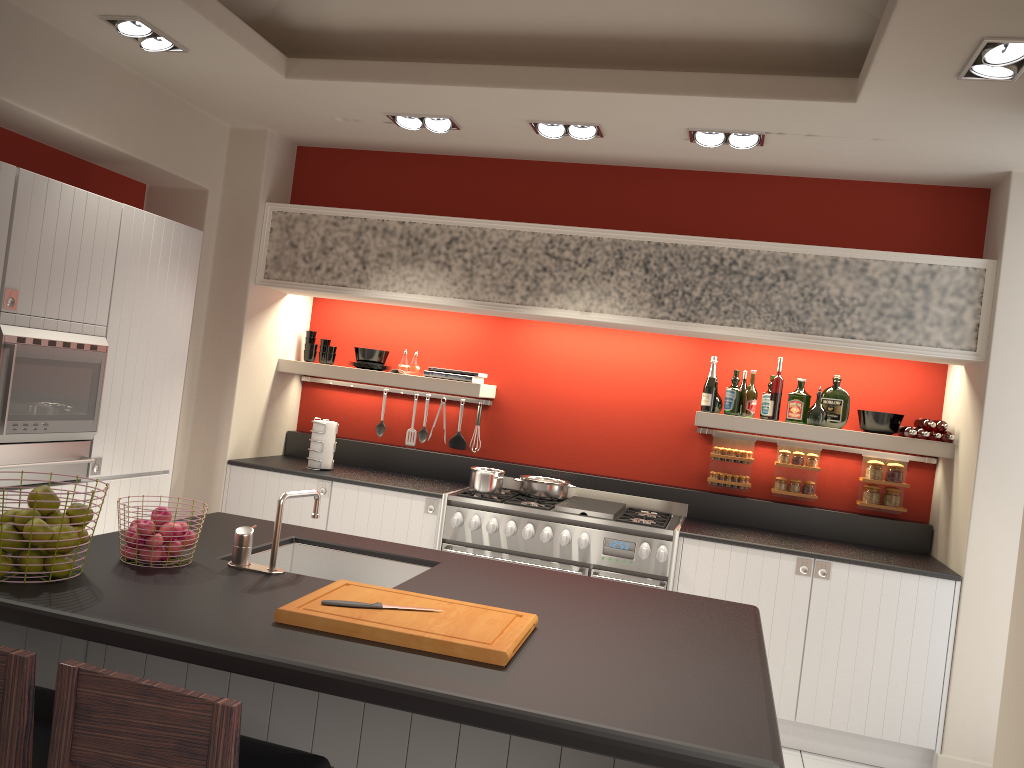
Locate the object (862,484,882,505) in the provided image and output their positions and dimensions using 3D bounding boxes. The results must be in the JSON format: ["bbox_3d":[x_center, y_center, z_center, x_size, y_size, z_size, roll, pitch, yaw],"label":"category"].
[{"bbox_3d":[2.071,0.636,5.101,0.093,0.120,0.094,7,-1,35],"label":"object"}]

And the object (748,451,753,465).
[{"bbox_3d":[1.414,0.440,5.288,0.034,0.078,0.034,7,-1,35],"label":"object"}]

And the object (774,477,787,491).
[{"bbox_3d":[1.585,0.592,5.225,0.068,0.088,0.068,7,-1,35],"label":"object"}]

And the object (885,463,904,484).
[{"bbox_3d":[2.191,0.513,5.077,0.093,0.120,0.094,7,-1,35],"label":"object"}]

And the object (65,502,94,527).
[{"bbox_3d":[-1.133,0.343,2.322,0.067,0.064,0.067,7,0,14],"label":"object"}]

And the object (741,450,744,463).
[{"bbox_3d":[1.376,0.435,5.298,0.034,0.078,0.034,7,-1,35],"label":"object"}]

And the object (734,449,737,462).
[{"bbox_3d":[1.339,0.430,5.307,0.034,0.078,0.034,7,-1,35],"label":"object"}]

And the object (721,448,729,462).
[{"bbox_3d":[1.270,0.421,5.285,0.034,0.078,0.034,7,-1,35],"label":"object"}]

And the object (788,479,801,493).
[{"bbox_3d":[1.660,0.601,5.206,0.068,0.088,0.068,7,-1,35],"label":"object"}]

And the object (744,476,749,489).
[{"bbox_3d":[1.395,0.587,5.287,0.034,0.078,0.034,7,-1,35],"label":"object"}]

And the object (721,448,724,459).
[{"bbox_3d":[1.262,0.421,5.326,0.034,0.078,0.034,7,-1,35],"label":"object"}]

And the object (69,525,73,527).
[{"bbox_3d":[-1.169,0.386,2.343,0.067,0.064,0.066,7,0,18],"label":"object"}]

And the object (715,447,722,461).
[{"bbox_3d":[1.232,0.417,5.294,0.034,0.078,0.034,7,-1,35],"label":"object"}]

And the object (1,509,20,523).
[{"bbox_3d":[-1.277,0.351,2.272,0.057,0.061,0.062,7,0,28],"label":"object"}]

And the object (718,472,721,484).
[{"bbox_3d":[1.243,0.568,5.325,0.034,0.078,0.034,7,-1,35],"label":"object"}]

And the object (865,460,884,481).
[{"bbox_3d":[2.088,0.500,5.102,0.093,0.120,0.094,7,-1,35],"label":"object"}]

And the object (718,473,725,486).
[{"bbox_3d":[1.251,0.569,5.283,0.034,0.078,0.034,7,-1,35],"label":"object"}]

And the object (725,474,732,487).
[{"bbox_3d":[1.289,0.573,5.274,0.034,0.078,0.034,7,-1,35],"label":"object"}]

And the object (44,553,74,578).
[{"bbox_3d":[-1.138,0.452,2.229,0.068,0.068,0.068,7,0,25],"label":"object"}]

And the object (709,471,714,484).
[{"bbox_3d":[1.206,0.563,5.334,0.034,0.078,0.034,7,-1,35],"label":"object"}]

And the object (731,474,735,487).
[{"bbox_3d":[1.320,0.577,5.306,0.034,0.078,0.034,7,-1,35],"label":"object"}]

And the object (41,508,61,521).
[{"bbox_3d":[-1.226,0.348,2.328,0.078,0.076,0.071,7,0,-17],"label":"object"}]

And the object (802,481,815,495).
[{"bbox_3d":[1.735,0.611,5.188,0.068,0.088,0.068,7,-1,35],"label":"object"}]

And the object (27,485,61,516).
[{"bbox_3d":[-1.202,0.299,2.279,0.078,0.080,0.078,7,0,14],"label":"object"}]

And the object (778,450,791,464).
[{"bbox_3d":[1.605,0.433,5.226,0.068,0.088,0.068,7,-1,35],"label":"object"}]

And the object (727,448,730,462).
[{"bbox_3d":[1.299,0.425,5.317,0.034,0.078,0.034,7,-1,35],"label":"object"}]

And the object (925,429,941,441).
[{"bbox_3d":[2.325,0.282,4.916,0.061,0.061,0.366,7,0,14],"label":"object"}]

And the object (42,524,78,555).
[{"bbox_3d":[-1.141,0.392,2.238,0.082,0.082,0.082,7,0,-19],"label":"object"}]

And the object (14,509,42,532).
[{"bbox_3d":[-1.213,0.341,2.222,0.057,0.061,0.062,7,0,28],"label":"object"}]

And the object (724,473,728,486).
[{"bbox_3d":[1.281,0.572,5.316,0.034,0.078,0.034,7,-1,35],"label":"object"}]

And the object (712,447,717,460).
[{"bbox_3d":[1.224,0.416,5.336,0.034,0.078,0.034,7,-1,35],"label":"object"}]

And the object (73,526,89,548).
[{"bbox_3d":[-1.128,0.396,2.296,0.057,0.057,0.055,7,0,5],"label":"object"}]

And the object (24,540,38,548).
[{"bbox_3d":[-1.259,0.403,2.323,0.064,0.060,0.064,7,0,8],"label":"object"}]

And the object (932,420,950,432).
[{"bbox_3d":[2.356,0.232,4.889,0.062,0.062,0.366,7,0,14],"label":"object"}]

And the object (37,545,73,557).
[{"bbox_3d":[-1.187,0.439,2.300,0.084,0.079,0.086,7,0,-31],"label":"object"}]

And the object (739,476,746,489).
[{"bbox_3d":[1.364,0.583,5.255,0.034,0.078,0.034,7,-1,35],"label":"object"}]

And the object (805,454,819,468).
[{"bbox_3d":[1.755,0.452,5.189,0.068,0.088,0.068,7,-1,35],"label":"object"}]

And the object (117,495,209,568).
[{"bbox_3d":[-1.010,0.423,2.546,0.248,0.168,0.248,7,0,2],"label":"object"}]

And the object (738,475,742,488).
[{"bbox_3d":[1.358,0.582,5.296,0.034,0.078,0.034,7,-1,35],"label":"object"}]

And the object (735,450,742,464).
[{"bbox_3d":[1.345,0.431,5.266,0.034,0.078,0.034,7,-1,35],"label":"object"}]

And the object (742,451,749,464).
[{"bbox_3d":[1.383,0.436,5.257,0.034,0.078,0.034,7,-1,35],"label":"object"}]

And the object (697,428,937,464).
[{"bbox_3d":[1.785,0.363,5.264,1.355,0.034,0.048,7,0,14],"label":"object"}]

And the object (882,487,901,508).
[{"bbox_3d":[2.174,0.649,5.076,0.093,0.120,0.094,7,-1,35],"label":"object"}]

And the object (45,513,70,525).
[{"bbox_3d":[-1.166,0.356,2.277,0.056,0.054,0.057,7,0,-15],"label":"object"}]

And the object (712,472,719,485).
[{"bbox_3d":[1.213,0.564,5.293,0.034,0.078,0.034,7,-1,35],"label":"object"}]

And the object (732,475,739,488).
[{"bbox_3d":[1.326,0.578,5.264,0.034,0.078,0.034,7,-1,35],"label":"object"}]

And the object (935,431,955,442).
[{"bbox_3d":[2.381,0.289,4.882,0.061,0.061,0.366,7,0,14],"label":"object"}]

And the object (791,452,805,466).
[{"bbox_3d":[1.680,0.442,5.208,0.068,0.088,0.068,7,-1,35],"label":"object"}]

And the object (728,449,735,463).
[{"bbox_3d":[1.307,0.426,5.275,0.034,0.078,0.034,7,-1,35],"label":"object"}]
